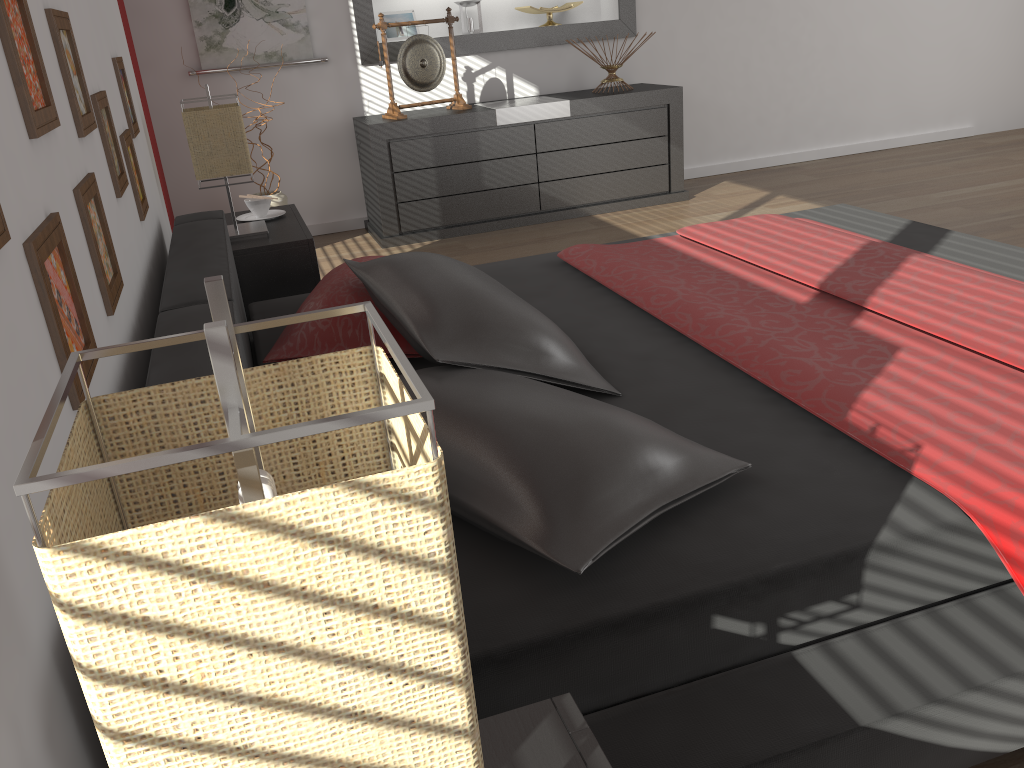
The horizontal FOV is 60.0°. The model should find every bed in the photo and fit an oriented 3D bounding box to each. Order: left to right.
[{"bbox_3d":[0.526,-0.073,2.000,2.413,0.577,2.469,-12,23,-15],"label":"bed"}]

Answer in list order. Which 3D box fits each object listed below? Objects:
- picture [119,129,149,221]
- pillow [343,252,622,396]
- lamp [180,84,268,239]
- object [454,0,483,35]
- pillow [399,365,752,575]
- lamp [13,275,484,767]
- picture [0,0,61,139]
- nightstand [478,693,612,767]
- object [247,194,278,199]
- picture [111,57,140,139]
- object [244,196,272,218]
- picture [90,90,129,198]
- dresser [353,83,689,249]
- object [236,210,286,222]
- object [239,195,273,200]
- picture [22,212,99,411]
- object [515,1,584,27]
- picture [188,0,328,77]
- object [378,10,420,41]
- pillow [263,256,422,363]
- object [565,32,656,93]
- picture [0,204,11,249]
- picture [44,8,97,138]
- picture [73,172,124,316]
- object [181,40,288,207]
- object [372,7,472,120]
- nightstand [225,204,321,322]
[{"bbox_3d":[-0.933,-0.520,2.194,0.010,0.200,0.200,-12,23,-15],"label":"picture"},{"bbox_3d":[-0.095,-0.156,1.973,0.386,0.241,0.744,-14,24,-19],"label":"pillow"},{"bbox_3d":[-0.959,-0.738,2.934,0.200,0.480,0.200,-12,23,-15],"label":"lamp"},{"bbox_3d":[-0.237,-2.045,4.947,0.159,0.171,0.159,8,26,30],"label":"object"},{"bbox_3d":[-0.015,0.083,1.515,0.418,0.172,0.745,-24,29,-37],"label":"pillow"},{"bbox_3d":[-0.128,0.178,0.536,0.200,0.480,0.200,-12,23,-15],"label":"lamp"},{"bbox_3d":[-0.637,-0.432,1.159,0.010,0.200,0.200,-12,23,-15],"label":"picture"},{"bbox_3d":[-0.001,0.649,0.580,0.413,0.423,0.700,-12,23,-15],"label":"nightstand"},{"bbox_3d":[-0.917,-0.687,3.255,0.192,0.007,0.007,14,30,39],"label":"object"},{"bbox_3d":[-1.032,-0.769,2.374,0.010,0.200,0.200,-12,23,-15],"label":"picture"},{"bbox_3d":[-0.930,-0.650,3.268,0.099,0.069,0.099,-2,23,8],"label":"object"},{"bbox_3d":[-0.838,-0.504,1.852,0.010,0.200,0.200,-12,23,-15],"label":"picture"},{"bbox_3d":[0.056,-1.228,4.851,1.740,0.608,0.540,-12,23,-15],"label":"dresser"},{"bbox_3d":[-0.927,-0.620,3.281,0.179,0.012,0.179,-2,23,8],"label":"object"},{"bbox_3d":[-0.940,-0.685,3.256,0.192,0.007,0.007,11,28,35],"label":"object"},{"bbox_3d":[-0.551,-0.095,1.093,0.010,0.200,0.200,-12,23,-15],"label":"picture"},{"bbox_3d":[0.215,-2.104,5.062,0.350,0.116,0.181,-16,25,-24],"label":"object"},{"bbox_3d":[-1.352,-2.203,4.320,0.701,1.270,0.028,-12,23,-15],"label":"picture"},{"bbox_3d":[-0.609,-1.948,4.817,0.226,0.146,0.041,-21,27,-33],"label":"object"},{"bbox_3d":[-0.346,-0.216,2.312,0.418,0.172,0.745,-4,22,3],"label":"pillow"},{"bbox_3d":[0.540,-1.739,4.811,0.481,0.282,0.481,13,28,37],"label":"object"},{"bbox_3d":[-0.482,-0.202,0.757,0.010,0.200,0.200,-12,23,-15],"label":"picture"},{"bbox_3d":[-0.760,-0.538,1.535,0.010,0.200,0.200,-12,23,-15],"label":"picture"},{"bbox_3d":[-0.677,-0.234,1.459,0.010,0.200,0.200,-12,23,-15],"label":"picture"},{"bbox_3d":[-1.226,-1.103,4.282,0.364,1.035,0.422,-24,29,-37],"label":"object"},{"bbox_3d":[-0.458,-1.629,4.493,0.490,0.498,0.173,-18,26,-28],"label":"object"},{"bbox_3d":[-0.918,-0.362,3.226,0.413,0.423,0.700,-12,23,-15],"label":"nightstand"}]
